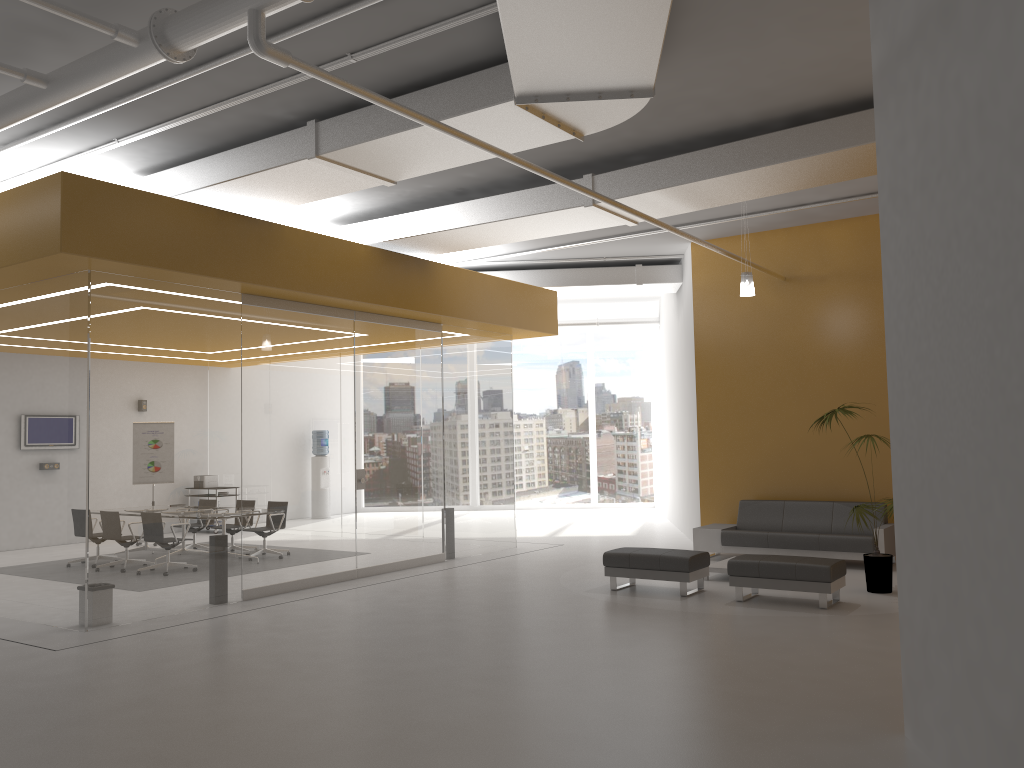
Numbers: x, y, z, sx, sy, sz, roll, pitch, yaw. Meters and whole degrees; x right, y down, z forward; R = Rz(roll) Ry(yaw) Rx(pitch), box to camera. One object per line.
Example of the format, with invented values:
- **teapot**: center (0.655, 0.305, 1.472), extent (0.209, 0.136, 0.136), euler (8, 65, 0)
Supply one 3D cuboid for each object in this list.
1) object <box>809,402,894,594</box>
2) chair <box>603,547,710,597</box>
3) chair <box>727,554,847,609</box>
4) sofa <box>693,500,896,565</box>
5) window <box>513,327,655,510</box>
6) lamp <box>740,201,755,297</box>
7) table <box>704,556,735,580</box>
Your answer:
- **object**: center (3.661, 1.165, 9.211), extent (0.912, 1.956, 1.222), euler (0, -4, -15)
- **chair**: center (1.551, 1.999, 9.518), extent (1.012, 0.423, 0.575), euler (-4, -5, 34)
- **chair**: center (2.699, 1.921, 8.707), extent (1.012, 0.423, 0.575), euler (-4, -5, 34)
- **sofa**: center (3.605, 1.909, 11.428), extent (2.400, 0.761, 0.860), euler (-4, -5, 34)
- **window**: center (0.485, 0.739, 21.209), extent (8.533, 4.498, 0.100), euler (-2, -4, 4)
- **lamp**: center (2.756, -1.651, 10.464), extent (0.174, 1.227, 0.174), euler (0, -4, -14)
- **table**: center (2.871, 2.154, 10.239), extent (1.000, 0.150, 1.000), euler (-4, -5, 34)
